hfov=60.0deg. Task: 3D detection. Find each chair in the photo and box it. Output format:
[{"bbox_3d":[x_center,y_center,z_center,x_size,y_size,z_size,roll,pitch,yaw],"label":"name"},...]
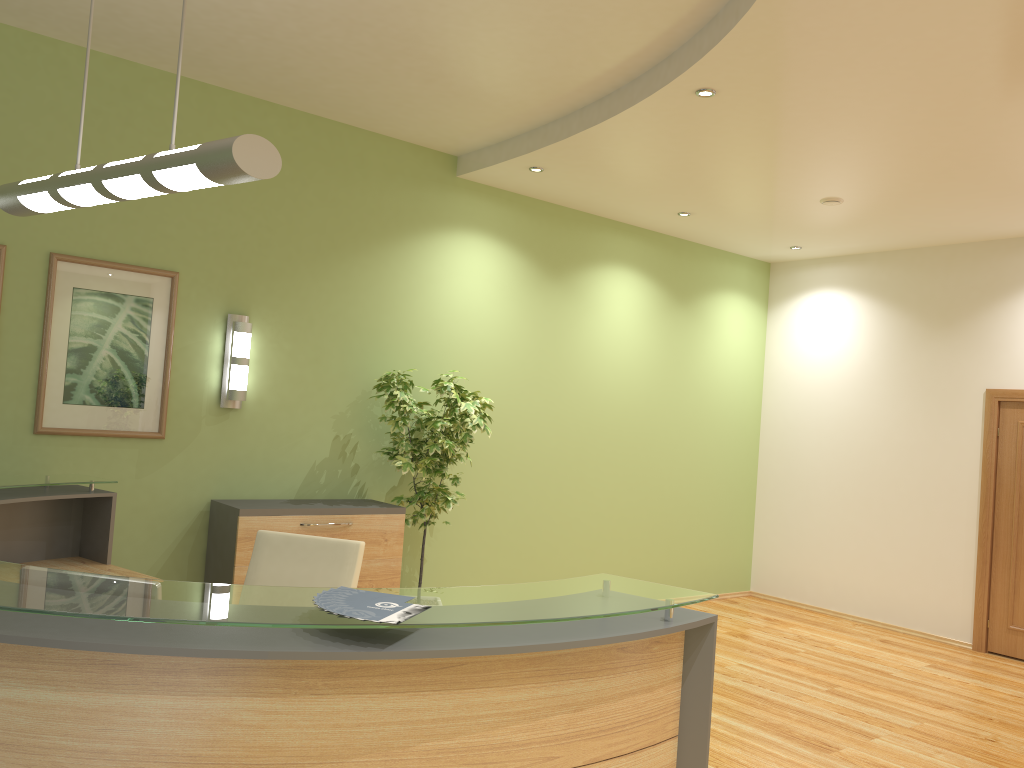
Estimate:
[{"bbox_3d":[-0.968,1.152,3.467,0.584,1.048,0.652,4,-2,14],"label":"chair"}]

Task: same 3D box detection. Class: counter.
[{"bbox_3d":[-1.410,0.526,2.968,3.674,0.078,1.837,3,-3,36],"label":"counter"},{"bbox_3d":[-1.405,0.925,2.999,3.444,0.018,1.723,3,-3,36],"label":"counter"}]

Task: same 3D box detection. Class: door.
[{"bbox_3d":[4.128,1.144,6.805,0.098,2.001,0.823,6,-3,-39],"label":"door"}]

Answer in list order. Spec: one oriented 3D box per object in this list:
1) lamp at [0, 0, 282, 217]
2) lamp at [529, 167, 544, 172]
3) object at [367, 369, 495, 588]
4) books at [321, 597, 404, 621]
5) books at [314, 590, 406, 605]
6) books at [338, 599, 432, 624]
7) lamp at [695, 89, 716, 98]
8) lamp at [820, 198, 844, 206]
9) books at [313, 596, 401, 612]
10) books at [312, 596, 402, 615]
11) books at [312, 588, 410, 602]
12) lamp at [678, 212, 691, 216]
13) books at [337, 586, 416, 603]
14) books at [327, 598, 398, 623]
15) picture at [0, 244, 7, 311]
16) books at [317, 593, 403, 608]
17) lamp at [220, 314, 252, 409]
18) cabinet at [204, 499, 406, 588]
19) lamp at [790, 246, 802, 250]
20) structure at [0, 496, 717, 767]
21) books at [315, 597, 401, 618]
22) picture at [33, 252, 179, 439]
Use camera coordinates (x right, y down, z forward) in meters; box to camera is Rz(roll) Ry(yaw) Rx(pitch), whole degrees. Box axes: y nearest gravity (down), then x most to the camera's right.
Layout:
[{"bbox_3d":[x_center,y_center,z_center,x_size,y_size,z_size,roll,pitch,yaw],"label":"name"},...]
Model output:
[{"bbox_3d":[-1.287,-1.246,3.024,1.470,1.249,0.197,3,-3,36],"label":"lamp"},{"bbox_3d":[0.169,-1.497,6.198,0.105,0.011,0.105,3,-2,19],"label":"lamp"},{"bbox_3d":[-0.581,0.841,5.996,0.649,1.905,0.916,2,-3,39],"label":"object"},{"bbox_3d":[-0.330,0.533,2.114,0.150,0.004,0.210,3,-3,36],"label":"books"},{"bbox_3d":[-0.372,0.533,2.192,0.210,0.004,0.150,4,-2,-4],"label":"books"},{"bbox_3d":[-0.297,0.535,2.098,0.150,0.004,0.210,4,-2,16],"label":"books"},{"bbox_3d":[0.996,-1.495,4.565,0.105,0.011,0.105,2,-3,41],"label":"lamp"},{"bbox_3d":[2.334,-1.323,6.475,0.167,0.024,0.167,4,-2,1],"label":"lamp"},{"bbox_3d":[-0.364,0.532,2.156,0.210,0.004,0.150,5,-2,-24],"label":"books"},{"bbox_3d":[-0.355,0.532,2.140,0.210,0.004,0.150,6,-2,-34],"label":"books"},{"bbox_3d":[-0.372,0.534,2.210,0.210,0.004,0.150,4,-2,6],"label":"books"},{"bbox_3d":[1.393,-1.372,7.179,0.105,0.011,0.105,3,-2,19],"label":"lamp"},{"bbox_3d":[-0.368,0.535,2.228,0.210,0.004,0.150,4,-2,16],"label":"books"},{"bbox_3d":[-0.314,0.534,2.104,0.150,0.004,0.210,3,-2,26],"label":"books"},{"bbox_3d":[-3.001,-0.269,4.491,0.700,1.000,0.025,6,-3,-39],"label":"picture"},{"bbox_3d":[-0.369,0.532,2.174,0.210,0.004,0.150,5,-2,-14],"label":"books"},{"bbox_3d":[-1.691,-0.139,5.467,0.134,0.580,0.142,6,-3,-39],"label":"lamp"},{"bbox_3d":[-1.289,1.237,5.566,1.115,0.966,0.501,6,-3,-39],"label":"cabinet"},{"bbox_3d":[2.611,-1.249,8.156,0.105,0.011,0.105,3,-2,19],"label":"lamp"},{"bbox_3d":[-1.451,1.088,2.947,3.673,1.049,1.837,3,-3,36],"label":"structure"},{"bbox_3d":[-0.343,0.532,2.126,0.210,0.004,0.150,6,-3,-44],"label":"books"},{"bbox_3d":[-2.293,-0.197,5.059,0.700,1.000,0.025,6,-3,-39],"label":"picture"}]
